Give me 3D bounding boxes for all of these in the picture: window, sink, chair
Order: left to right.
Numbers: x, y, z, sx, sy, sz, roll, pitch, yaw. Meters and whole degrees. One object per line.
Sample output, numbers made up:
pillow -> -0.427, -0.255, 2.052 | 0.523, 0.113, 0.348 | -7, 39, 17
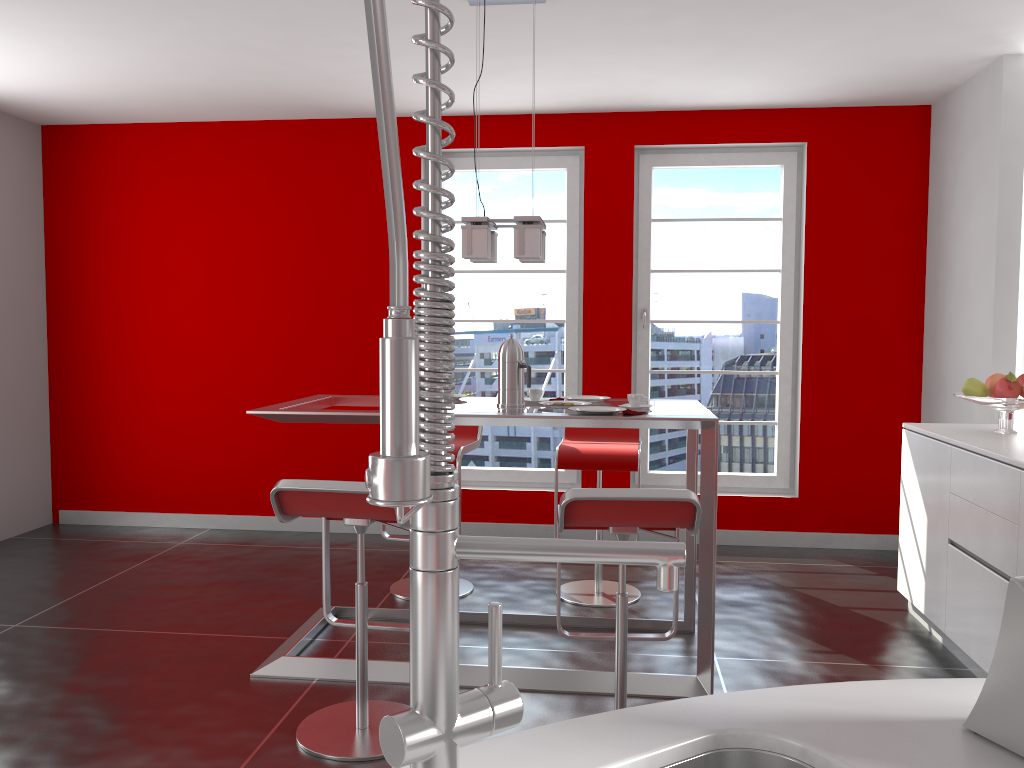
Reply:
chair -> -0.489, 0.700, 2.837 | 0.418, 0.857, 0.460 | 1, 4, 11
chair -> -0.394, 0.599, 4.438 | 0.418, 0.857, 0.460 | 1, 4, 14
window -> -0.053, -0.396, 5.577 | 0.938, 2.038, 0.117 | 1, 4, 7
chair -> 0.430, 0.608, 4.364 | 0.418, 0.857, 0.460 | 1, 4, 9
chair -> 0.341, 0.711, 2.737 | 0.418, 0.857, 0.460 | 0, 4, 2
window -> 1.239, -0.380, 5.429 | 0.938, 2.038, 0.117 | 1, 4, 7
sink -> 0.244, 0.491, 0.730 | 0.326, 0.172, 0.428 | -2, 4, -32

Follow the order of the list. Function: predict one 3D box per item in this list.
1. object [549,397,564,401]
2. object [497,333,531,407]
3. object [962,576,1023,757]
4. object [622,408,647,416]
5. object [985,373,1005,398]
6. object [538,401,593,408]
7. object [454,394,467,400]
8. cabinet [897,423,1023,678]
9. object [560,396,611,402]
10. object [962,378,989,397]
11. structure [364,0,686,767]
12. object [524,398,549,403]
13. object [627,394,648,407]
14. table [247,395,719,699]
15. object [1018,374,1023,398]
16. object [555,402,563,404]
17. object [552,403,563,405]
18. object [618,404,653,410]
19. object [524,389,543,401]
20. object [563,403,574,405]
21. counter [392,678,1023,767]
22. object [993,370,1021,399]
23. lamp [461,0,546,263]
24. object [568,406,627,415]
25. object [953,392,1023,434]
object -> 0.175, 0.065, 3.784 | 0.095, 0.012, 0.234 | 1, 4, 5
object -> 0.013, -0.057, 3.511 | 0.149, 0.287, 0.113 | 1, 4, 15
object -> 0.550, 0.284, 0.903 | 0.091, 0.178, 0.137 | -1, 4, -20
object -> 0.449, 0.102, 3.222 | 0.095, 0.012, 0.234 | 1, 4, 7
object -> 2.077, 0.007, 3.797 | 0.096, 0.105, 0.117 | 3, 4, 35
object -> 0.209, 0.082, 3.484 | 0.217, 0.015, 0.217 | 4, 5, 44
object -> -0.301, 0.058, 3.829 | 0.217, 0.015, 0.217 | 2, 4, 30
cabinet -> 2.000, 0.678, 3.191 | 0.610, 0.880, 1.802 | 1, 4, 7
object -> 0.312, 0.065, 3.765 | 0.217, 0.015, 0.217 | -1, 4, -18
object -> 1.949, 0.018, 3.726 | 0.083, 0.086, 0.100 | -2, 4, -34
structure -> -0.027, -0.073, 0.662 | 0.308, 0.920, 0.178 | -3, 5, -40
object -> 0.095, 0.070, 3.673 | 0.119, 0.016, 0.119 | 1, 4, 4
object -> 0.483, 0.065, 3.410 | 0.078, 0.049, 0.062 | 1, 4, 6
table -> -0.087, 0.583, 3.588 | 1.700, 1.000, 0.800 | 1, 4, 7
object -> 2.165, 0.000, 3.713 | 0.150, 0.129, 0.117 | -2, 4, -36
object -> 0.185, 0.076, 3.510 | 0.034, 0.006, 0.036 | 1, 4, 19
object -> 0.180, 0.079, 3.469 | 0.036, 0.006, 0.034 | 2, 4, 30
object -> 0.475, 0.089, 3.412 | 0.119, 0.016, 0.119 | 2, 4, 26
object -> 0.090, 0.046, 3.677 | 0.062, 0.049, 0.078 | -3, 5, -43
object -> 0.221, 0.077, 3.491 | 0.036, 0.006, 0.034 | 4, 5, 43
counter -> 0.534, 0.856, 0.279 | 1.868, 0.880, 2.865 | 3, 5, 40
object -> 2.009, 0.007, 3.612 | 0.097, 0.133, 0.117 | 0, 4, -4
lamp -> -0.025, -1.001, 3.480 | 0.304, 1.025, 0.304 | 1, 4, 7
object -> 0.313, 0.098, 3.243 | 0.217, 0.015, 0.217 | 4, 5, 43
object -> 2.059, 0.126, 3.697 | 0.398, 0.159, 0.398 | -2, 4, -34
